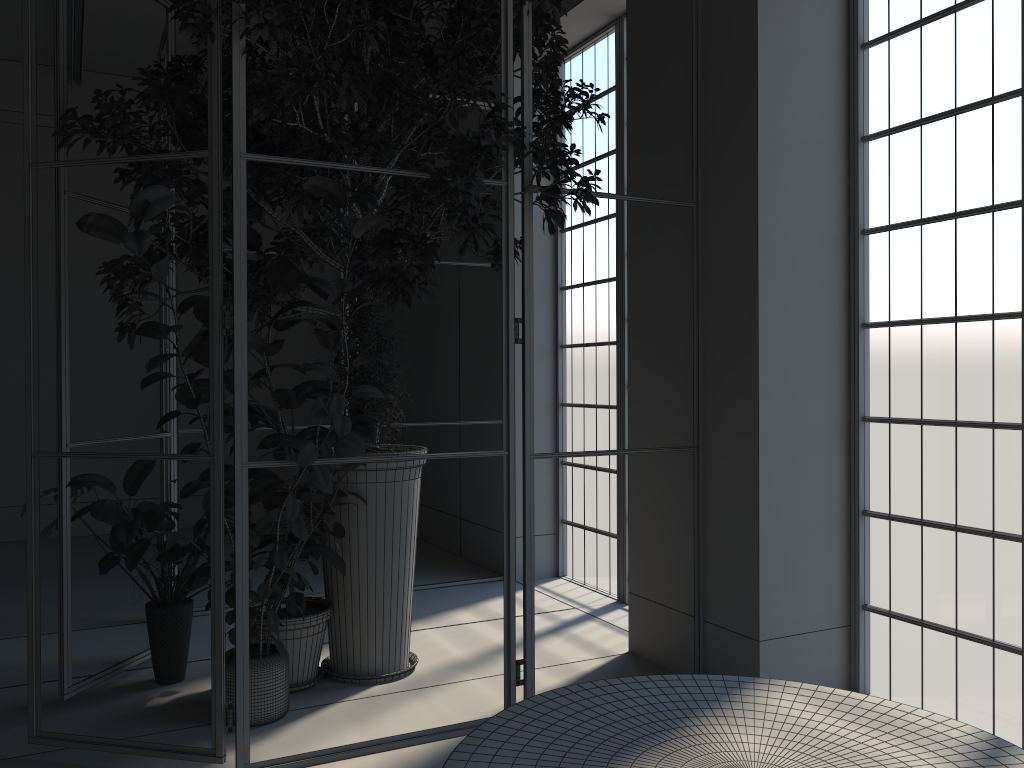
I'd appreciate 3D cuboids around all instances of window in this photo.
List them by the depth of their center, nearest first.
[{"bbox_3d":[2.525,-0.448,2.123,0.070,3.834,9.755,0,0,-27],"label":"window"}]

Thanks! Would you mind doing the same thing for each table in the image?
[{"bbox_3d":[0.647,1.236,2.356,1.709,0.387,1.708,0,0,-35],"label":"table"}]

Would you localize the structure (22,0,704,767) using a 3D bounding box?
[{"bbox_3d":[-0.816,-0.262,4.645,2.994,3.454,2.452,0,0,-27],"label":"structure"}]

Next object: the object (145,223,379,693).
[{"bbox_3d":[-1.194,0.336,4.270,1.270,2.157,0.868,0,0,4],"label":"object"}]

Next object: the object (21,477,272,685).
[{"bbox_3d":[-1.670,0.938,4.183,1.125,1.001,0.920,0,0,-29],"label":"object"}]

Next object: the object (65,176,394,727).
[{"bbox_3d":[-1.086,0.349,3.623,1.253,2.183,1.309,0,0,-16],"label":"object"}]

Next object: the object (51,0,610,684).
[{"bbox_3d":[-0.754,-0.644,4.190,2.486,4.154,2.243,0,0,35],"label":"object"}]
